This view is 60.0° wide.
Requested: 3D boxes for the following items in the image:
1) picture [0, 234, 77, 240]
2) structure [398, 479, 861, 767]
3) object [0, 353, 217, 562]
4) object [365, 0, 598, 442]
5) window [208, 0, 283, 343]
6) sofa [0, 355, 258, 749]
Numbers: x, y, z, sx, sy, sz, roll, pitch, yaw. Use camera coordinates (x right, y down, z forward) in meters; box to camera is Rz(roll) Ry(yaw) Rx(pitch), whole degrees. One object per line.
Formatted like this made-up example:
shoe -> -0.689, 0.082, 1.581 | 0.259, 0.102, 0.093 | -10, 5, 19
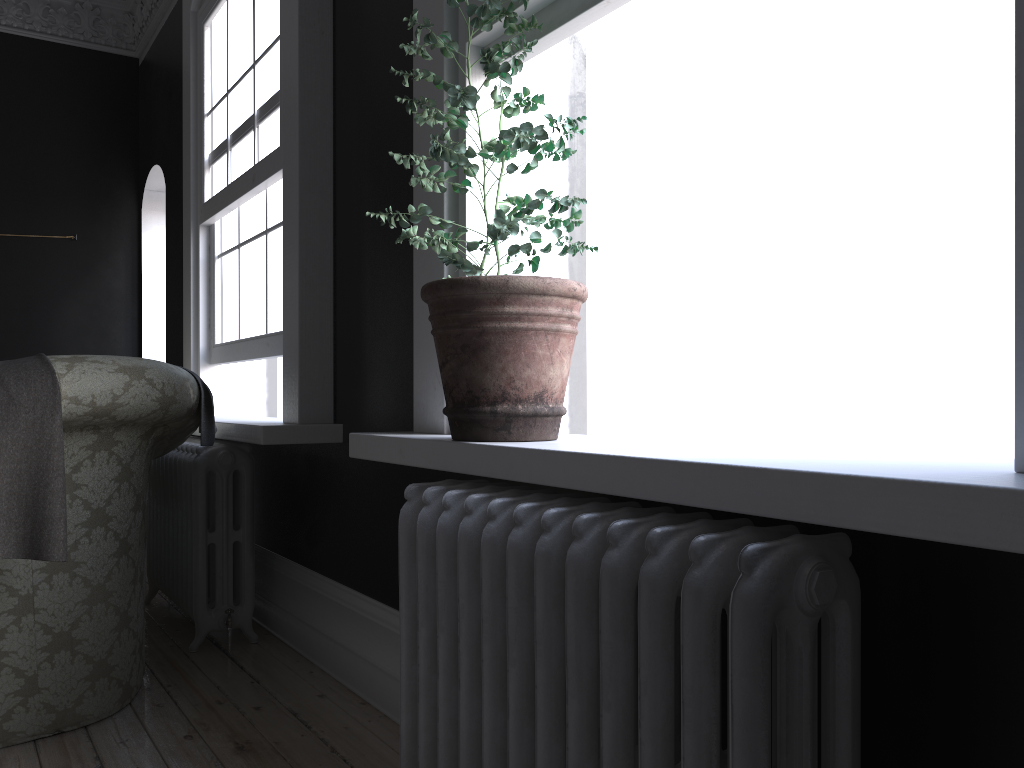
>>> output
picture -> -4.978, -0.695, 5.118 | 4.457, 0.771, 0.058 | 1, 0, -33
structure -> 0.121, 0.629, 1.576 | 0.276, 0.848, 1.141 | 0, 0, -33
object -> -1.354, 0.209, 2.848 | 0.517, 0.585, 1.367 | 0, -1, 17
object -> -0.061, -0.443, 1.975 | 0.505, 1.134, 0.474 | 0, 0, 7
window -> -1.200, -1.021, 4.027 | 0.056, 1.672, 1.263 | 0, 0, -33
sofa -> -1.959, 0.509, 3.604 | 1.606, 1.161, 2.813 | 0, -1, -32
